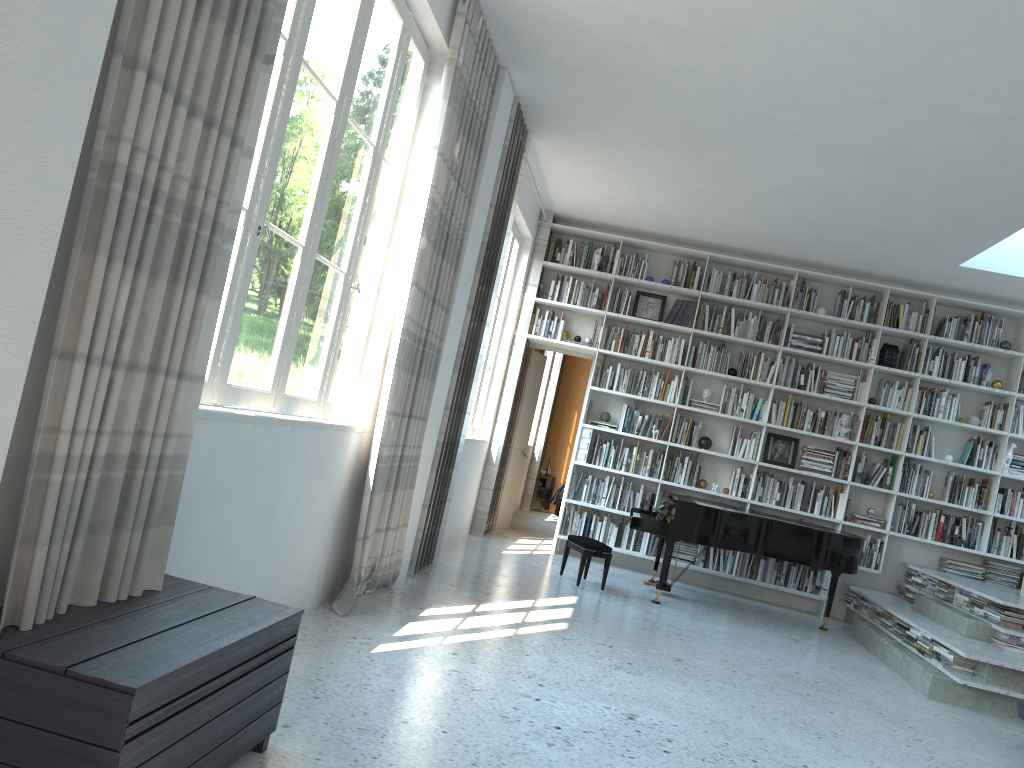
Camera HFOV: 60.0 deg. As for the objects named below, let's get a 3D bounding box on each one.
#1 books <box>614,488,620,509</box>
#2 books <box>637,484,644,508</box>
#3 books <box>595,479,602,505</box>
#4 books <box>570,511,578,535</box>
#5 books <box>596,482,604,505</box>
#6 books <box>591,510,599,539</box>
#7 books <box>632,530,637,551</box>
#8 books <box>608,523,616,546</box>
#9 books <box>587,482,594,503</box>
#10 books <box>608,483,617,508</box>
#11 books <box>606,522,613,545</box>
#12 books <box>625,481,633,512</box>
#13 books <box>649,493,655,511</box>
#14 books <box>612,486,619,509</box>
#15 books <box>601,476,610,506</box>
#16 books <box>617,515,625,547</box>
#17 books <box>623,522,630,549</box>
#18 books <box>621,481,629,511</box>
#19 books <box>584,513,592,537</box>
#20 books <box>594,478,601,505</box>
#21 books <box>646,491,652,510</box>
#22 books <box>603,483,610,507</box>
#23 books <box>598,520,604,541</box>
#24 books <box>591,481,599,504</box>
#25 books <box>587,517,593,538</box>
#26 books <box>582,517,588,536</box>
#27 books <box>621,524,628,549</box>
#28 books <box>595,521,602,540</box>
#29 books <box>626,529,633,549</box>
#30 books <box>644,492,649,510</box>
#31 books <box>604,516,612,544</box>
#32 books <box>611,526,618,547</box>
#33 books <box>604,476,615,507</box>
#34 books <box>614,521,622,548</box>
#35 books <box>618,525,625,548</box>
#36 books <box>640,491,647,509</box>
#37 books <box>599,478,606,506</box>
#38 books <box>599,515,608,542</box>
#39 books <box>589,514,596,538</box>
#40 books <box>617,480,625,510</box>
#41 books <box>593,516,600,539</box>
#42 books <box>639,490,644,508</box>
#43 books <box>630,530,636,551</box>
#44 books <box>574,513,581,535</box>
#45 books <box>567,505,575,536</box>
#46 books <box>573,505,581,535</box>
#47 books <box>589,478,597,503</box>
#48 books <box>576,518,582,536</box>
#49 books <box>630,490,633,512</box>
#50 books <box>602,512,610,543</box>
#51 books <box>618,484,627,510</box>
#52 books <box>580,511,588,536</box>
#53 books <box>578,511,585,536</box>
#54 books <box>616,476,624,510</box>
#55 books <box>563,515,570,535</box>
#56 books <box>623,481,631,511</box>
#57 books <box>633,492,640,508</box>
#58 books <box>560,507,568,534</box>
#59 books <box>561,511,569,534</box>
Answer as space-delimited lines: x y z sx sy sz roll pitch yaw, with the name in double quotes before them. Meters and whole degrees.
"books" 1.025 1.111 8.622 0.013 0.209 0.154 12 -2 8
"books" 1.237 1.116 8.596 0.025 0.287 0.131 12 -2 8
"books" 0.844 1.049 8.625 0.010 0.252 0.178 12 -2 8
"books" 0.607 1.360 8.658 0.024 0.246 0.143 12 -2 8
"books" 0.862 1.065 8.635 0.028 0.229 0.157 12 -2 8
"books" 0.807 1.374 8.617 0.013 0.300 0.184 12 -2 8
"books" 1.193 1.455 8.558 0.012 0.303 0.165 12 -2 8
"books" 0.969 1.457 8.588 0.028 0.206 0.171 12 -3 8
"books" 0.766 1.061 8.668 0.025 0.200 0.137 12 -2 8
"books" 0.980 1.087 8.634 0.031 0.238 0.132 12 -2 8
"books" 0.946 1.446 8.593 0.021 0.218 0.191 12 -3 8
"books" 1.133 1.087 8.600 0.013 0.301 0.173 12 -2 8
"books" 1.344 1.168 8.572 0.030 0.230 0.151 12 -2 8
"books" 1.007 1.099 8.625 0.028 0.224 0.134 12 -2 8
"books" 0.910 1.040 8.643 0.027 0.299 0.142 12 -2 8
"books" 1.055 1.424 8.603 0.013 0.310 0.130 12 -2 8
"books" 1.111 1.462 8.577 0.027 0.256 0.179 12 -2 8
"books" 1.099 1.089 8.622 0.013 0.284 0.139 12 -2 8
"books" 0.740 1.386 8.644 0.022 0.252 0.139 12 -2 8
"books" 0.834 1.045 8.632 0.013 0.257 0.189 12 -2 8
"books" 1.318 1.160 8.585 0.026 0.235 0.140 12 -2 8
"books" 0.922 1.077 8.641 0.012 0.232 0.148 12 -2 8
"books" 0.864 1.434 8.631 0.014 0.211 0.146 12 -2 8
"books" 0.811 1.057 8.632 0.028 0.223 0.189 12 -3 8
"books" 0.756 1.405 8.630 0.022 0.221 0.163 12 -2 8
"books" 0.713 1.404 8.643 0.022 0.205 0.159 12 -2 8
"books" 1.085 1.473 8.583 0.022 0.224 0.141 12 -2 8
"books" 0.838 1.431 8.605 0.030 0.201 0.168 12 -3 8
"books" 1.148 1.467 8.595 0.040 0.264 0.137 12 -2 8
"books" 1.289 1.156 8.552 0.023 0.228 0.190 12 -3 8
"books" 0.929 1.418 8.598 0.025 0.266 0.159 12 -2 8
"books" 0.995 1.472 8.577 0.031 0.188 0.190 12 -3 8
"books" 0.951 1.044 8.619 0.039 0.307 0.172 12 -2 8
"books" 1.027 1.450 8.575 0.023 0.244 0.188 12 -2 8
"books" 1.063 1.474 8.598 0.024 0.214 0.137 12 -2 8
"books" 1.269 1.155 8.598 0.030 0.227 0.140 12 -2 8
"books" 0.889 1.049 8.652 0.013 0.273 0.146 12 -2 8
"books" 0.888 1.409 8.604 0.031 0.266 0.186 12 -2 8
"books" 0.785 1.393 8.633 0.027 0.256 0.160 12 -2 8
"books" 1.058 1.073 8.607 0.012 0.295 0.176 12 -2 8
"books" 0.821 1.406 8.634 0.022 0.246 0.135 12 -2 8
"books" 1.246 1.141 8.567 0.011 0.239 0.174 12 -2 8
"books" 1.177 1.456 8.562 0.021 0.295 0.188 12 -2 8
"books" 0.637 1.376 8.645 0.022 0.226 0.155 12 -2 8
"books" 0.578 1.329 8.657 0.044 0.293 0.181 12 -2 8
"books" 0.632 1.328 8.654 0.011 0.318 0.157 12 -2 8
"books" 0.794 1.042 8.669 0.022 0.248 0.134 12 -2 8
"books" 0.654 1.401 8.648 0.022 0.186 0.145 12 -2 8
"books" 1.159 1.136 8.596 0.058 0.216 0.177 12 -3 8
"books" 0.917 1.397 8.619 0.014 0.304 0.139 12 -2 8
"books" 1.075 1.099 8.621 0.029 0.254 0.153 12 -2 8
"books" 0.696 1.368 8.632 0.023 0.266 0.177 12 -2 8
"books" 0.677 1.366 8.628 0.013 0.261 0.174 12 -2 8
"books" 1.048 1.055 8.601 0.014 0.325 0.170 12 -2 8
"books" 0.537 1.373 8.645 0.029 0.190 0.176 12 -3 8
"books" 1.116 1.089 8.607 0.022 0.290 0.137 12 -2 8
"books" 1.203 1.153 8.607 0.030 0.203 0.142 12 -2 8
"books" 0.505 1.335 8.678 0.012 0.254 0.161 12 -2 8
"books" 0.518 1.357 8.675 0.023 0.216 0.158 12 -2 8
